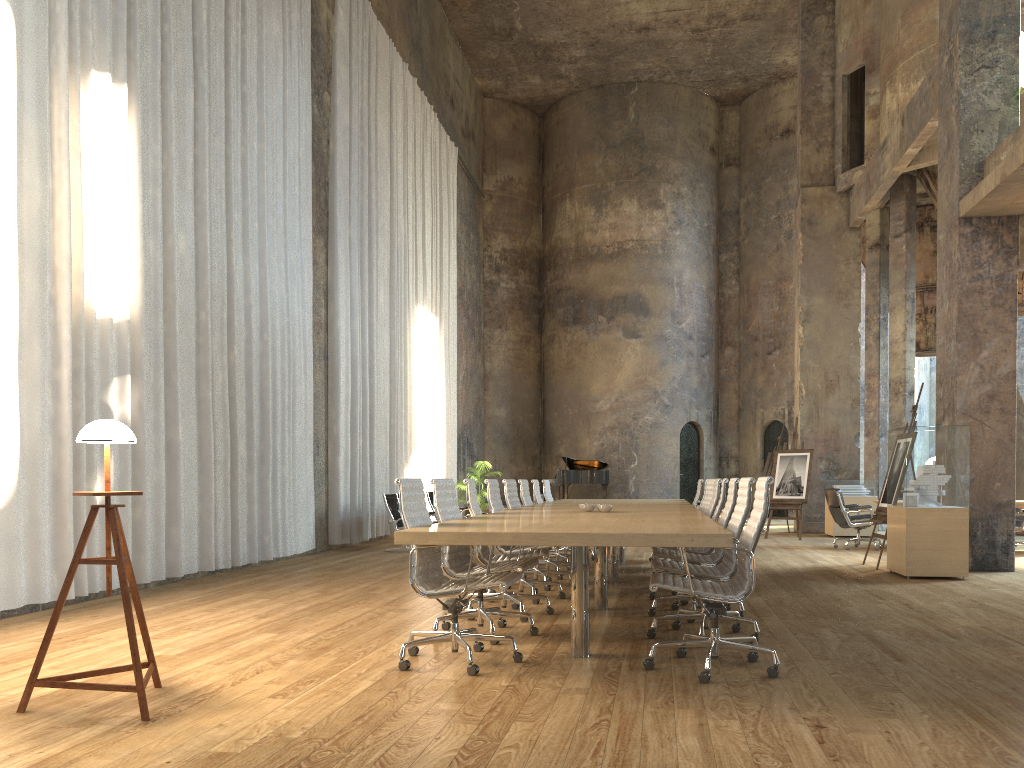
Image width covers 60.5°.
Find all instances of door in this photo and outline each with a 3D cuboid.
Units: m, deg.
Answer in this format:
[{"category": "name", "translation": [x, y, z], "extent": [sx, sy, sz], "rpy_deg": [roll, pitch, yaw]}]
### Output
[{"category": "door", "translation": [4.817, 2.173, 24.057], "extent": [0.902, 2.297, 0.091], "rpy_deg": [0, 1, -32]}, {"category": "door", "translation": [7.148, 2.289, 23.662], "extent": [0.111, 2.632, 0.902], "rpy_deg": [-1, 1, -38]}]

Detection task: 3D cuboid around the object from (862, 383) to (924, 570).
[{"category": "object", "translation": [4.448, 1.057, 10.044], "extent": [0.685, 2.147, 0.700], "rpy_deg": [0, 1, 8]}]

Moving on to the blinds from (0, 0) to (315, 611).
[{"category": "blinds", "translation": [-3.321, -2.483, 8.051], "extent": [0.275, 8.641, 7.845], "rpy_deg": [0, -2, 10]}]

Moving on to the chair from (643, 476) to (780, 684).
[{"category": "chair", "translation": [1.049, 1.002, 4.639], "extent": [0.699, 1.025, 0.666], "rpy_deg": [0, -1, 15]}]

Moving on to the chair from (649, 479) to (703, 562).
[{"category": "chair", "translation": [2.047, 1.688, 10.859], "extent": [0.699, 1.025, 0.666], "rpy_deg": [0, -1, 15]}]

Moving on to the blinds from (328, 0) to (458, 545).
[{"category": "blinds", "translation": [-1.899, -1.542, 16.579], "extent": [0.275, 8.641, 7.845], "rpy_deg": [0, -2, 10]}]

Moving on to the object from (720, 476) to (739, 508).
[{"category": "object", "translation": [6.049, 3.021, 24.293], "extent": [0.912, 0.991, 0.909], "rpy_deg": [-1, -2, 21]}]

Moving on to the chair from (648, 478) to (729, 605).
[{"category": "chair", "translation": [1.501, 1.303, 7.367], "extent": [0.699, 1.025, 0.666], "rpy_deg": [-1, -1, 18]}]

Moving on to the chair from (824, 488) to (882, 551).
[{"category": "chair", "translation": [5.032, 1.965, 12.847], "extent": [0.821, 0.892, 0.731], "rpy_deg": [0, -2, 6]}]

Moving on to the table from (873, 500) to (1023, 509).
[{"category": "table", "translation": [6.563, 2.025, 12.582], "extent": [2.410, 0.700, 1.108], "rpy_deg": [-1, -4, 9]}]

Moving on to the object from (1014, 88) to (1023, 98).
[{"category": "object", "translation": [5.866, -2.987, 8.752], "extent": [1.402, 1.809, 1.358], "rpy_deg": [-1, -1, 15]}]

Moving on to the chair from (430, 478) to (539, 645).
[{"category": "chair", "translation": [-0.178, 1.127, 5.733], "extent": [0.699, 1.025, 0.666], "rpy_deg": [-1, -1, 18]}]

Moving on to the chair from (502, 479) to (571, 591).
[{"category": "chair", "translation": [0.253, 1.417, 8.369], "extent": [0.699, 1.025, 0.666], "rpy_deg": [-1, -1, 18]}]

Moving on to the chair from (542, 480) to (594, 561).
[{"category": "chair", "translation": [3.495, 1.658, 10.570], "extent": [12.952, 1.030, 31.613], "rpy_deg": [-1, -6, 9]}]

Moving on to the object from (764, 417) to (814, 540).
[{"category": "object", "translation": [4.827, 1.620, 15.130], "extent": [0.701, 2.147, 0.684], "rpy_deg": [0, 1, 41]}]

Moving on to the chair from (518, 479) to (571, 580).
[{"category": "chair", "translation": [0.398, 1.515, 9.256], "extent": [0.699, 1.025, 0.666], "rpy_deg": [0, -1, 15]}]

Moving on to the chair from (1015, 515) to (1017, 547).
[{"category": "chair", "translation": [7.194, 2.002, 13.246], "extent": [0.729, 0.892, 0.823], "rpy_deg": [0, -2, 10]}]

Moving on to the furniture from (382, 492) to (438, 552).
[{"category": "furniture", "translation": [-1.354, 2.070, 13.400], "extent": [0.708, 0.840, 1.878], "rpy_deg": [0, -5, 9]}]

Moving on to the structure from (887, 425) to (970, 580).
[{"category": "structure", "translation": [4.323, 1.232, 9.168], "extent": [0.594, 1.548, 0.743], "rpy_deg": [0, 0, 9]}]

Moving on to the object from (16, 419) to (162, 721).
[{"category": "object", "translation": [-1.735, 0.798, 3.866], "extent": [0.571, 1.297, 0.658], "rpy_deg": [0, 0, 43]}]

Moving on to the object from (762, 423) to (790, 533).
[{"category": "object", "translation": [5.033, 1.828, 17.011], "extent": [0.684, 2.147, 0.701], "rpy_deg": [0, 1, 35]}]

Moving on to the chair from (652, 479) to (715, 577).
[{"category": "chair", "translation": [1.808, 1.500, 9.155], "extent": [0.699, 1.025, 0.666], "rpy_deg": [0, -1, 9]}]

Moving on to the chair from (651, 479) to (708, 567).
[{"category": "chair", "translation": [1.940, 1.593, 10.001], "extent": [0.699, 1.025, 0.666], "rpy_deg": [-1, -1, 18]}]

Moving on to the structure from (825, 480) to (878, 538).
[{"category": "structure", "translation": [6.031, 2.211, 15.651], "extent": [0.743, 1.014, 0.736], "rpy_deg": [0, -1, 9]}]

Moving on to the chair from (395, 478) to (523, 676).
[{"category": "chair", "translation": [-0.291, 1.032, 4.876], "extent": [0.699, 1.025, 0.666], "rpy_deg": [0, -1, 15]}]

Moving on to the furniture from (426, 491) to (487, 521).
[{"category": "furniture", "translation": [-0.961, 2.330, 15.756], "extent": [0.708, 0.840, 1.878], "rpy_deg": [0, -5, 9]}]

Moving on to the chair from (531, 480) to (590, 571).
[{"category": "chair", "translation": [0.547, 1.615, 10.162], "extent": [0.699, 1.025, 0.666], "rpy_deg": [0, -1, 13]}]

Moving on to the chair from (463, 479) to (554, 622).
[{"category": "chair", "translation": [-0.037, 1.220, 6.578], "extent": [0.699, 1.025, 0.666], "rpy_deg": [0, -1, 9]}]

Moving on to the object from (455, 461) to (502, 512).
[{"category": "object", "translation": [-0.735, 2.418, 19.287], "extent": [1.092, 1.456, 1.131], "rpy_deg": [0, -2, 0]}]

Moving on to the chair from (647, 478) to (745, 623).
[{"category": "chair", "translation": [1.356, 1.205, 6.480], "extent": [0.699, 1.025, 0.666], "rpy_deg": [0, -1, 15]}]

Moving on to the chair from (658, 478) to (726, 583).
[{"category": "chair", "translation": [1.649, 1.398, 8.236], "extent": [0.699, 1.025, 0.666], "rpy_deg": [0, -1, 15]}]

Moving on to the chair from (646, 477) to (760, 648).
[{"category": "chair", "translation": [1.207, 1.105, 5.574], "extent": [0.699, 1.025, 0.666], "rpy_deg": [0, -1, 13]}]

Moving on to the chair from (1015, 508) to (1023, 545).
[{"category": "chair", "translation": [6.952, 1.845, 11.815], "extent": [0.729, 0.892, 0.823], "rpy_deg": [0, -2, -17]}]

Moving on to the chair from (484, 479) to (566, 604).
[{"category": "chair", "translation": [0.105, 1.322, 7.500], "extent": [0.699, 1.025, 0.666], "rpy_deg": [0, -1, 15]}]

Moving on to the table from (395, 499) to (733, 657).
[{"category": "table", "translation": [0.852, 1.499, 7.945], "extent": [1.601, 0.757, 7.741], "rpy_deg": [-1, -6, 9]}]
